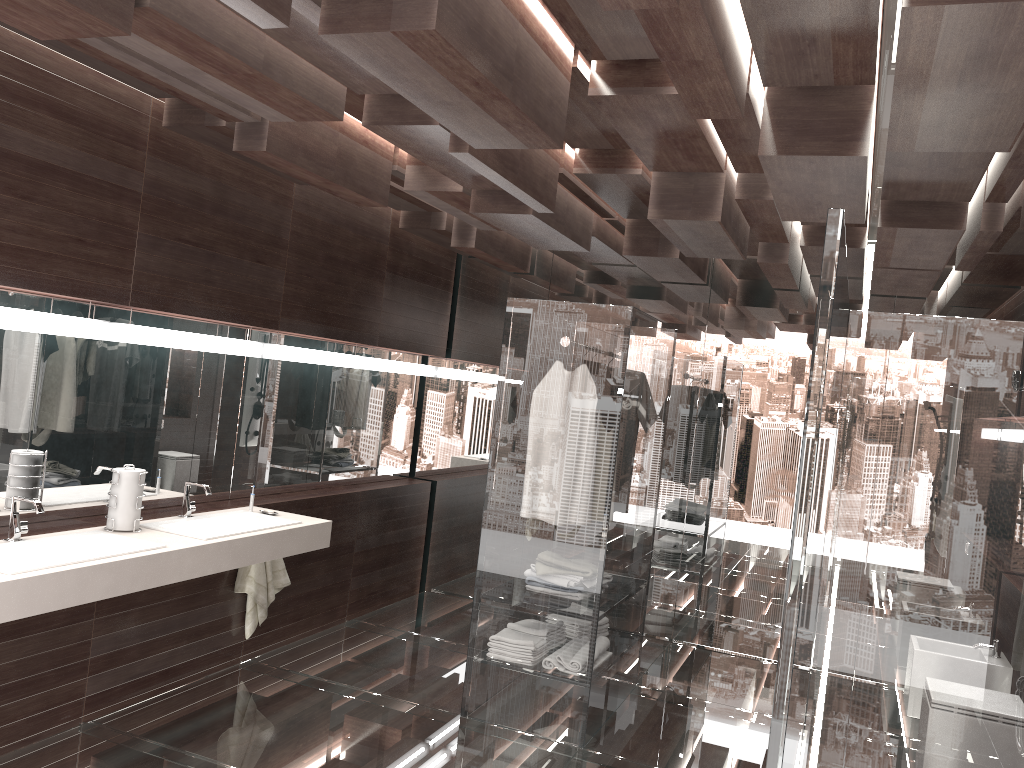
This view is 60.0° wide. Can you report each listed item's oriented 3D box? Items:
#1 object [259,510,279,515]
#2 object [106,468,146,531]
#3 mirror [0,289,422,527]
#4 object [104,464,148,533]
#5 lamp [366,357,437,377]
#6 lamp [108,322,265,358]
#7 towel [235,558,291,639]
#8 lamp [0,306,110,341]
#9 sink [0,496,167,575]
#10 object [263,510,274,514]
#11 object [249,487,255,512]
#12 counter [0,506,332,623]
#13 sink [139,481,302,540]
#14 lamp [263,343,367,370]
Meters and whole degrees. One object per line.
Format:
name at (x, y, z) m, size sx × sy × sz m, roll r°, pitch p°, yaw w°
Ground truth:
object at (-1.209, 0.641, 4.406) m, size 0.108 × 0.011 × 0.065 m, roll 6°, pitch 0°, yaw 43°
object at (-1.589, 0.473, 3.652) m, size 0.124 × 0.246 × 0.128 m, roll 6°, pitch 0°, yaw 3°
mirror at (0.265, 0.346, 3.484) m, size 4.126 × 0.916 × 5.081 m, roll 6°, pitch 0°, yaw 21°
object at (-1.592, 0.471, 3.659) m, size 0.145 × 0.261 × 0.136 m, roll 6°, pitch 0°, yaw -25°
lamp at (-0.762, -0.112, 6.097) m, size 0.082 × 0.082 × 0.950 m, roll 6°, pitch 0°, yaw 21°
lamp at (-1.501, -0.199, 4.191) m, size 0.082 × 0.082 × 0.950 m, roll 6°, pitch 0°, yaw 21°
towel at (-1.280, 0.994, 4.628) m, size 0.156 × 0.678 × 0.368 m, roll 6°, pitch 0°, yaw 21°
lamp at (-1.873, -0.242, 3.233) m, size 0.082 × 0.082 × 0.950 m, roll 6°, pitch 0°, yaw 21°
sink at (-1.646, 0.528, 3.184) m, size 0.427 × 0.193 × 0.681 m, roll 6°, pitch 0°, yaw 21°
object at (-1.208, 0.634, 4.405) m, size 0.066 × 0.016 × 0.035 m, roll 6°, pitch 0°, yaw 41°
object at (-1.292, 0.571, 4.410) m, size 0.022 × 0.132 × 0.022 m, roll 6°, pitch 0°, yaw -32°
counter at (-1.480, 0.680, 3.595) m, size 0.488 × 0.131 × 1.954 m, roll 6°, pitch 0°, yaw 21°
sink at (-1.322, 0.566, 4.021) m, size 0.427 × 0.193 × 0.681 m, roll 6°, pitch 0°, yaw 21°
lamp at (-1.126, -0.155, 5.157) m, size 0.082 × 0.082 × 0.950 m, roll 6°, pitch 0°, yaw 21°
